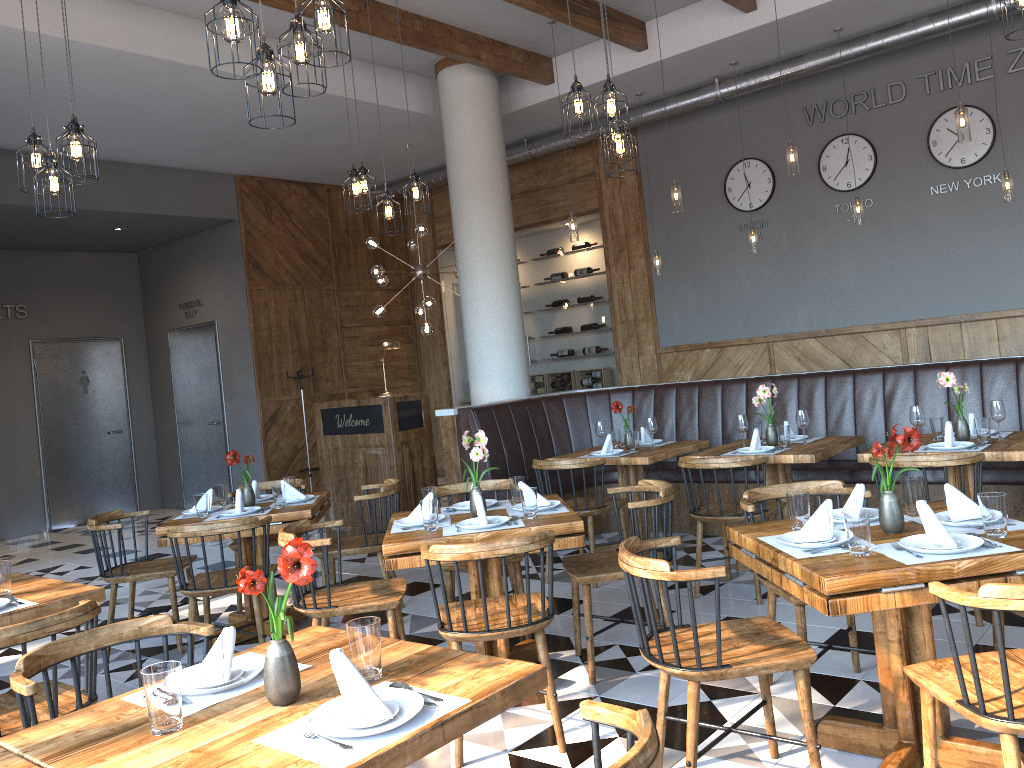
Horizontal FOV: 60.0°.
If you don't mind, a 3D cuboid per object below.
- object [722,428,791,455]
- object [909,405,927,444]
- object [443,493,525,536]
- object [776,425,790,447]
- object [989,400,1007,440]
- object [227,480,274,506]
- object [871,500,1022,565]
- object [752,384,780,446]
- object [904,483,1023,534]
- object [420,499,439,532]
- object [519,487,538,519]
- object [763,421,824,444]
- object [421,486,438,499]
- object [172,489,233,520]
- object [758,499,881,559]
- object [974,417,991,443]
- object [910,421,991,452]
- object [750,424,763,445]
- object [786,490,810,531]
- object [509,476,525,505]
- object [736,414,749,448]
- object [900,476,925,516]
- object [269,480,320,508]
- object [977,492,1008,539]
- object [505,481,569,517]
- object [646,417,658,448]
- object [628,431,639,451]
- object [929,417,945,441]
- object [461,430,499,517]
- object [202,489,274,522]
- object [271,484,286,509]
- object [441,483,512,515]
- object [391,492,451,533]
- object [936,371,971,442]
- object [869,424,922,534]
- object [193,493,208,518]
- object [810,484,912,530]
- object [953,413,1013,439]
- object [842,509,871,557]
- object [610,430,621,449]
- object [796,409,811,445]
[{"bbox_3d":[1.487,0.349,5.445,0.351,0.137,0.272,-5,1,40],"label":"object"},{"bbox_3d":[2.302,0.232,5.024,0.081,0.215,0.081,-6,-1,4],"label":"object"},{"bbox_3d":[-0.136,0.551,3.871,0.352,0.137,0.271,-6,1,-5],"label":"object"},{"bbox_3d":[1.699,0.327,5.531,0.080,0.132,0.080,-6,-1,25],"label":"object"},{"bbox_3d":[2.667,0.197,4.858,0.081,0.215,0.081,-6,-1,4],"label":"object"},{"bbox_3d":[-1.618,0.672,5.611,0.352,0.137,0.271,-6,1,-5],"label":"object"},{"bbox_3d":[1.281,0.427,2.673,0.352,0.137,0.271,-6,1,-5],"label":"object"},{"bbox_3d":[1.623,0.198,5.640,0.146,0.400,0.206,-5,-1,-42],"label":"object"},{"bbox_3d":[1.522,0.396,2.965,0.272,0.137,0.352,-6,1,-5],"label":"object"},{"bbox_3d":[-0.359,0.577,3.891,0.080,0.132,0.080,-6,-1,-35],"label":"object"},{"bbox_3d":[0.078,0.530,3.936,0.080,0.132,0.080,-6,-1,-35],"label":"object"},{"bbox_3d":[1.831,0.304,5.841,0.351,0.137,0.272,-5,1,40],"label":"object"},{"bbox_3d":[-0.397,0.572,4.324,0.080,0.132,0.080,-6,-1,-35],"label":"object"},{"bbox_3d":[-1.859,0.703,5.319,0.272,0.137,0.352,-6,1,-5],"label":"object"},{"bbox_3d":[0.990,0.453,2.911,0.272,0.137,0.352,-6,1,-5],"label":"object"},{"bbox_3d":[2.555,0.252,4.805,0.080,0.132,0.080,-5,-1,-45],"label":"object"},{"bbox_3d":[2.329,0.275,4.731,0.351,0.137,0.272,-5,1,40],"label":"object"},{"bbox_3d":[1.601,0.332,5.778,0.080,0.132,0.080,-7,-1,40],"label":"object"},{"bbox_3d":[1.015,0.448,3.127,0.080,0.132,0.080,-5,-1,-45],"label":"object"},{"bbox_3d":[0.029,0.526,4.373,0.080,0.132,0.080,-6,-1,-35],"label":"object"},{"bbox_3d":[1.488,0.304,5.714,0.081,0.215,0.081,-7,-1,32],"label":"object"},{"bbox_3d":[1.441,0.402,3.176,0.080,0.132,0.080,-5,-1,-45],"label":"object"},{"bbox_3d":[-1.327,0.646,5.373,0.272,0.137,0.352,-6,1,-5],"label":"object"},{"bbox_3d":[1.490,0.406,2.739,0.080,0.132,0.080,-6,-1,-35],"label":"object"},{"bbox_3d":[0.105,0.520,4.163,0.272,0.137,0.352,-6,1,-5],"label":"object"},{"bbox_3d":[0.992,0.344,6.278,0.081,0.215,0.081,-6,-1,-19],"label":"object"},{"bbox_3d":[0.861,0.401,6.242,0.080,0.132,0.080,-6,-1,25],"label":"object"},{"bbox_3d":[2.437,0.259,5.069,0.080,0.132,0.080,-7,-1,40],"label":"object"},{"bbox_3d":[-0.154,0.415,4.147,0.146,0.400,0.206,-5,-1,-38],"label":"object"},{"bbox_3d":[-1.568,0.677,5.081,0.352,0.137,0.271,-6,1,-5],"label":"object"},{"bbox_3d":[-1.352,0.656,5.148,0.080,0.132,0.080,-6,-1,-35],"label":"object"},{"bbox_3d":[-0.186,0.546,4.401,0.352,0.137,0.271,-6,1,-5],"label":"object"},{"bbox_3d":[-0.427,0.577,4.109,0.272,0.137,0.352,-6,1,-5],"label":"object"},{"bbox_3d":[2.475,0.122,4.953,0.146,0.400,0.207,-7,-1,43],"label":"object"},{"bbox_3d":[1.280,0.312,2.928,0.171,0.355,0.156,-6,-1,5],"label":"object"},{"bbox_3d":[-1.789,0.703,5.103,0.080,0.132,0.080,-6,-1,15],"label":"object"},{"bbox_3d":[1.231,0.421,3.203,0.352,0.137,0.271,-6,1,-5],"label":"object"},{"bbox_3d":[2.673,0.230,5.127,0.351,0.137,0.272,-5,1,40],"label":"object"},{"bbox_3d":[1.052,0.453,2.694,0.080,0.132,0.080,-5,-1,-45],"label":"object"},{"bbox_3d":[0.763,0.406,6.489,0.080,0.132,0.080,-7,-1,40],"label":"object"},{"bbox_3d":[1.830,0.271,5.567,0.081,0.215,0.081,-6,-1,-19],"label":"object"}]
